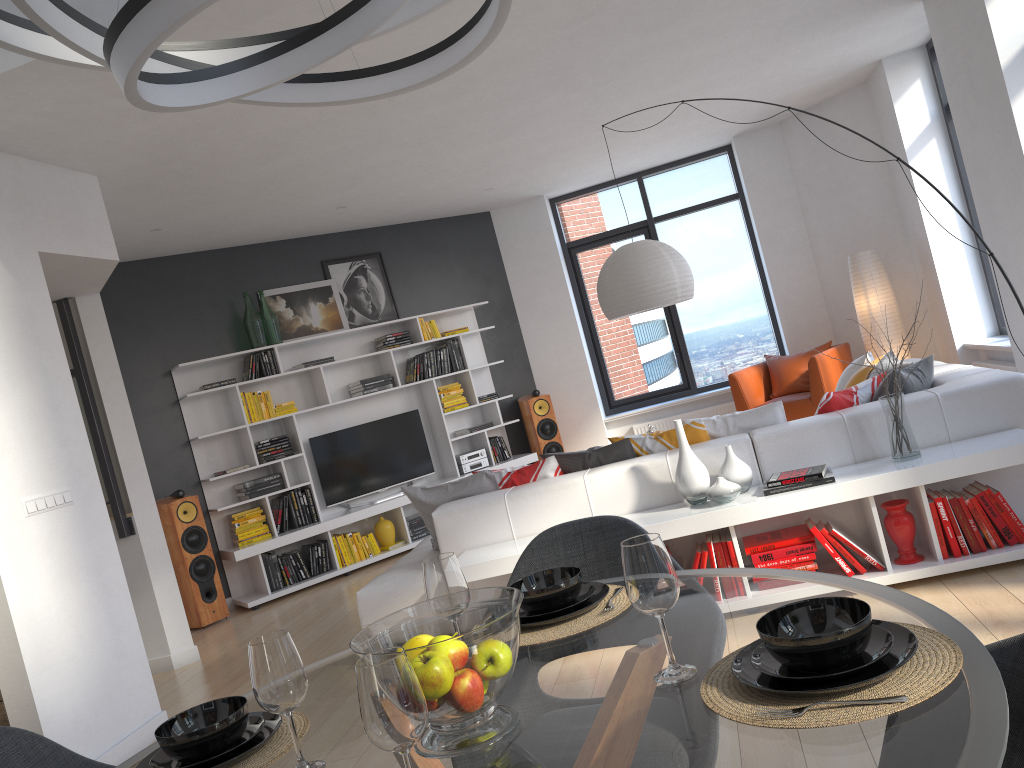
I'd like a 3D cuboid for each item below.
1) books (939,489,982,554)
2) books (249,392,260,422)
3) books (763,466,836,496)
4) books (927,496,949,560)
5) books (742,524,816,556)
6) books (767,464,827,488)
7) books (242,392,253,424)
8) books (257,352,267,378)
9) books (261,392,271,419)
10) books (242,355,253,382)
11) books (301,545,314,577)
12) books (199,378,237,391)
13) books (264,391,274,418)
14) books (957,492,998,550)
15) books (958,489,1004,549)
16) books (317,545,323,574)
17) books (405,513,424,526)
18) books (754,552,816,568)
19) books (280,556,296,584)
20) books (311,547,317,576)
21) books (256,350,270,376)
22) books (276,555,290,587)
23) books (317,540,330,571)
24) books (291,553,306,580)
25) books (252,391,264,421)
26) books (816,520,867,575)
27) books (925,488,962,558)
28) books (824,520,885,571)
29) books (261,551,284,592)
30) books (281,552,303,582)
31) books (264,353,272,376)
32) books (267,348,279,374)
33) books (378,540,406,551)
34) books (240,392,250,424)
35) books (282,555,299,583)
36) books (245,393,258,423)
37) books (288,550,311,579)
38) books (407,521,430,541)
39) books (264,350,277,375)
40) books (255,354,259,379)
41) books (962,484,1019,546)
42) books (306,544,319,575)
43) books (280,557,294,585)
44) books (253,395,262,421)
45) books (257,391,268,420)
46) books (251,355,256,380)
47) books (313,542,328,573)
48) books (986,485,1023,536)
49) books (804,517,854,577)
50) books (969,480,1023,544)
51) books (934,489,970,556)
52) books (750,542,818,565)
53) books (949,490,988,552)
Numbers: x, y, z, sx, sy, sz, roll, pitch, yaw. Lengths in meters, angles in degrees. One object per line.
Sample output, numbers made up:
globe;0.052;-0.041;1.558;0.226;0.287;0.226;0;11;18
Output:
books;1.906;0.583;3.787;0.076;0.252;0.199;-15;1;12
books;-2.205;0.202;7.511;0.015;0.263;0.199;-15;1;-33
books;1.270;0.431;3.934;0.300;0.026;0.245;-15;1;17
books;1.805;0.609;3.795;0.026;0.250;0.168;-15;1;12
books;1.198;0.701;4.001;0.301;0.032;0.227;-15;1;12
books;1.258;0.407;3.910;0.238;0.027;0.188;-14;1;25
books;-2.255;0.211;7.469;0.025;0.270;0.213;-15;1;-33
books;-2.153;-0.152;7.580;0.021;0.221;0.156;-15;1;-33
books;-2.123;0.191;7.561;0.023;0.239;0.169;-15;1;-33
books;-2.244;-0.125;7.525;0.096;0.213;0.166;-15;1;-35
books;-1.731;1.497;7.506;0.066;0.260;0.197;-15;1;-33
books;-2.443;0.015;7.360;0.268;0.046;0.208;-15;1;-30
books;-2.101;0.187;7.571;0.024;0.234;0.172;-15;1;-33
books;1.968;0.577;3.768;0.081;0.230;0.165;-15;1;12
books;1.991;0.570;3.767;0.083;0.233;0.178;-15;1;12
books;-1.662;1.486;7.532;0.071;0.243;0.179;-15;1;-34
books;-0.885;1.234;8.122;0.310;0.047;0.250;-15;1;-37
books;1.216;0.768;3.960;0.261;0.027;0.191;-15;1;16
books;-1.876;1.549;7.383;0.049;0.236;0.170;-15;1;-32
books;-1.695;1.498;7.495;0.069;0.242;0.172;-15;1;-32
books;-2.137;-0.163;7.597;0.025;0.232;0.176;-15;1;-33
books;-1.931;1.547;7.361;0.053;0.268;0.202;-15;1;-33
books;-1.612;1.465;7.582;0.066;0.260;0.197;-15;1;-33
books;-1.809;1.528;7.424;0.066;0.242;0.177;-15;1;-33
books;-2.170;0.197;7.530;0.019;0.251;0.180;-15;1;-33
books;1.443;0.714;3.896;0.148;0.232;0.171;-15;1;14
books;1.839;0.591;3.795;0.050;0.268;0.198;-15;1;12
books;1.498;0.706;3.884;0.186;0.223;0.188;-15;1;12
books;-2.012;1.546;7.316;0.128;0.321;0.259;-15;1;-33
books;-1.839;1.530;7.414;0.066;0.255;0.193;-15;1;-33
books;-2.111;-0.155;7.607;0.021;0.200;0.147;-15;1;-33
books;-2.065;-0.183;7.633;0.019;0.230;0.174;-15;1;-33
books;-1.105;1.446;7.907;0.270;0.029;0.204;-14;1;42
books;-2.273;0.216;7.447;0.029;0.270;0.204;-15;1;-33
books;-1.855;1.540;7.389;0.050;0.242;0.169;-15;1;-33
books;-2.228;0.211;7.493;0.044;0.255;0.198;-15;1;-33
books;-1.784;1.517;7.445;0.083;0.249;0.191;-15;1;-33
books;-0.845;1.319;8.108;0.343;0.137;0.277;-15;1;-38
books;-2.090;-0.169;7.624;0.038;0.218;0.169;-15;1;-33
books;-2.191;-0.139;7.553;0.074;0.212;0.154;-15;1;-34
books;2.028;0.553;3.765;0.119;0.249;0.187;-15;1;12
books;-1.691;1.489;7.529;0.075;0.254;0.192;-15;1;-34
books;-1.900;1.555;7.376;0.053;0.240;0.189;-15;1;-33
books;-2.175;0.212;7.503;0.024;0.229;0.156;-15;1;-33
books;-2.147;0.191;7.543;0.035;0.250;0.185;-15;1;-33
books;-2.220;-0.131;7.548;0.087;0.214;0.171;-15;1;-33
books;-1.637;1.477;7.563;0.084;0.249;0.191;-15;1;-33
books;2.095;0.545;3.756;0.103;0.230;0.173;-15;1;12
books;1.398;0.717;3.912;0.134;0.248;0.192;-15;1;12
books;2.059;0.541;3.761;0.116;0.255;0.198;-15;1;12
books;1.870;0.589;3.786;0.056;0.262;0.185;-15;1;12
books;1.209;0.735;3.976;0.279;0.039;0.206;-15;1;11
books;1.932;0.580;3.770;0.066;0.247;0.175;-15;1;12
